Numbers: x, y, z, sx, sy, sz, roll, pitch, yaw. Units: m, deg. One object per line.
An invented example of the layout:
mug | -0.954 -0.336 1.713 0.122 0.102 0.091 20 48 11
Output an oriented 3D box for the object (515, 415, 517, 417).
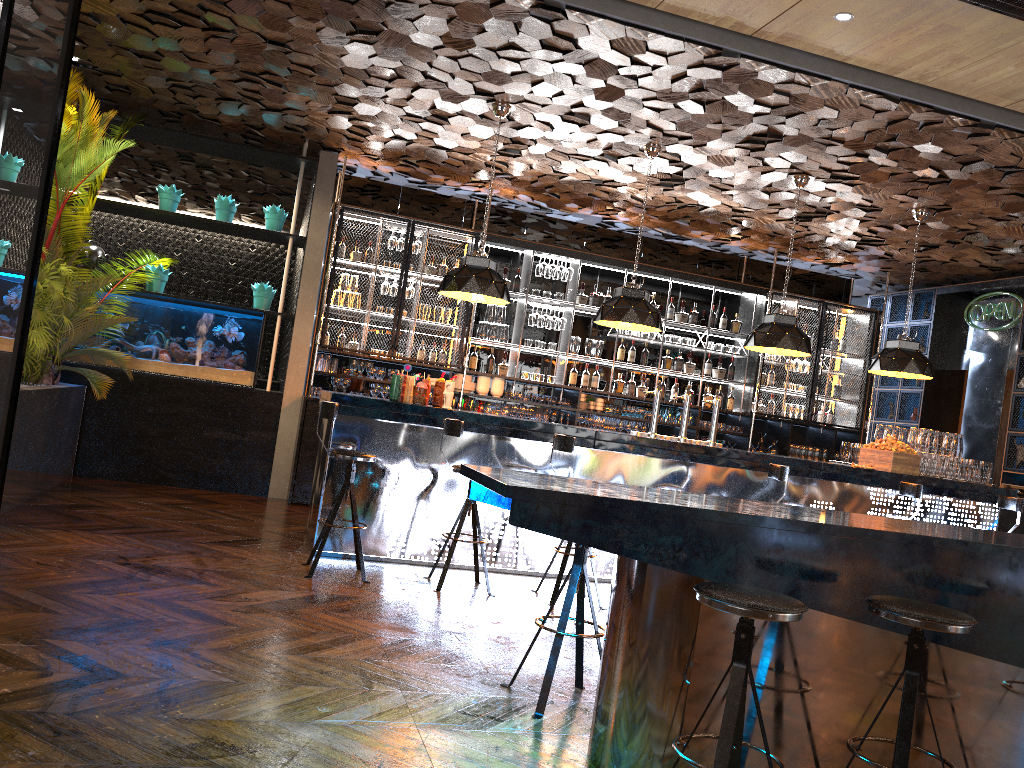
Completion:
object | 0.044 0.347 10.030 0.084 0.216 0.084 9 -2 -16

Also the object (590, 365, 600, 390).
object | 0.967 -0.069 10.234 0.086 0.298 0.086 7 -2 33

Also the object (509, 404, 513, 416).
object | -0.006 0.335 9.881 0.084 0.216 0.084 8 -2 -3

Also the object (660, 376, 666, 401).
object | 1.764 0.052 10.422 0.086 0.297 0.086 8 -2 18

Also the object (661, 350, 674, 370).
object | 1.829 -0.278 10.461 0.151 0.248 0.094 9 -2 -26

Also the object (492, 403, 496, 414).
object | -0.201 0.309 9.878 0.082 0.213 0.082 8 -2 17

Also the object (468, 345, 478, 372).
object | -0.426 -0.281 9.844 0.086 0.299 0.086 7 -2 33

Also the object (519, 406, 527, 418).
object | 0.114 0.350 9.774 0.084 0.216 0.084 8 -2 0

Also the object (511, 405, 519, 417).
object | 0.024 0.336 9.751 0.084 0.216 0.084 9 -2 -27

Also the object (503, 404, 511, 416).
object | -0.066 0.324 9.728 0.082 0.213 0.082 8 -2 14

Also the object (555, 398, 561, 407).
object | 0.531 0.204 9.999 0.095 0.096 0.095 9 -2 -15

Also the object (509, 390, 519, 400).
object | 0.021 0.122 9.750 0.100 0.100 0.089 9 -2 -11

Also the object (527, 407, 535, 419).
object | 0.200 0.363 9.799 0.084 0.216 0.084 7 -2 27

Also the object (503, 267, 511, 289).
object | -0.085 -1.164 9.907 0.123 0.279 0.123 9 -2 -27

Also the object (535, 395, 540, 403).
object | 0.308 0.170 10.000 0.093 0.099 0.093 9 -2 -28

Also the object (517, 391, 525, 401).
object | 0.085 0.134 9.825 0.089 0.100 0.100 8 -2 21

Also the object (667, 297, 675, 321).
object | 1.875 -0.875 10.475 0.086 0.298 0.086 7 -2 33

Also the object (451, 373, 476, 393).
object | -0.545 -0.009 9.710 0.306 0.195 0.300 9 -2 -14

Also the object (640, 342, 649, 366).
object | 1.557 -0.346 10.389 0.086 0.297 0.086 7 -2 33

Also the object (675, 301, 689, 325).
object | 2.013 -0.844 10.492 0.123 0.279 0.123 9 -2 -26

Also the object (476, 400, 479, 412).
object | -0.361 0.282 9.742 0.082 0.213 0.082 9 -2 -23

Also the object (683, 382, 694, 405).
object | 2.103 0.113 10.543 0.083 0.282 0.083 9 -2 -30

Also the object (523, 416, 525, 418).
object | 0.128 0.360 10.060 0.084 0.216 0.084 8 -2 7

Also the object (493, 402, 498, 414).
object | -0.176 0.310 9.791 0.082 0.213 0.082 9 -2 -36

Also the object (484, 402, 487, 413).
object | -0.272 0.295 9.763 0.082 0.213 0.082 10 -2 -39

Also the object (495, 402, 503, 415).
object | -0.155 0.311 9.706 0.082 0.213 0.082 8 -2 18

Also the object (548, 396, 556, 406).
object | 0.446 0.187 9.878 0.093 0.099 0.093 8 -2 4

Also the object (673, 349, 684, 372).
object | 1.979 -0.274 10.504 0.083 0.282 0.083 9 -2 -15

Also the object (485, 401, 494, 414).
object | -0.254 0.296 9.678 0.082 0.213 0.082 8 -2 14

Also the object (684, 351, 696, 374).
object | 2.114 -0.251 10.527 0.123 0.279 0.123 8 -2 -2

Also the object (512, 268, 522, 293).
object | 0.060 -1.153 9.965 0.086 0.299 0.086 7 -2 33

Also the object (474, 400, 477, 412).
object | -0.382 0.281 9.827 0.082 0.213 0.082 7 -2 34

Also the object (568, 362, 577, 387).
object | 0.704 -0.108 10.159 0.086 0.299 0.086 7 -2 33

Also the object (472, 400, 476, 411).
object | -0.409 0.280 9.912 0.082 0.213 0.082 10 -2 -39

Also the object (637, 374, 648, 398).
object | 1.527 0.027 10.368 0.123 0.279 0.123 8 -2 -2

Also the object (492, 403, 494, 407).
object | -0.222 0.308 9.965 0.082 0.213 0.082 9 -2 -16

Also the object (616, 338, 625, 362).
object | 1.272 -0.389 10.313 0.086 0.299 0.086 7 -2 33

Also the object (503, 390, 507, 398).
object | -0.048 0.119 9.973 0.100 0.100 0.089 8 -2 -8

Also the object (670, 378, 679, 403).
object | 1.928 0.078 10.502 0.086 0.298 0.086 7 -2 33

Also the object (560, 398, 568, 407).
object | 0.583 0.209 9.906 0.095 0.096 0.095 10 -2 -41

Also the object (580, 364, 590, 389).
object | 0.847 -0.087 10.225 0.086 0.298 0.086 7 -2 33

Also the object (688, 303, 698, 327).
object | 2.163 -0.823 10.548 0.083 0.282 0.083 9 -2 -15

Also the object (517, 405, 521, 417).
object | 0.082 0.349 9.902 0.084 0.216 0.084 9 -2 -23

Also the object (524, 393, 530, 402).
object | 0.192 0.154 10.024 0.109 0.100 0.109 9 -2 -32

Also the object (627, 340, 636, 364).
object | 1.405 -0.369 10.376 0.086 0.298 0.086 7 -2 33

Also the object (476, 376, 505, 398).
object | -0.240 0.025 9.761 0.309 0.216 0.149 9 -2 -18

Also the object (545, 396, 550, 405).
object | 0.414 0.185 9.977 0.093 0.099 0.093 10 -2 -44

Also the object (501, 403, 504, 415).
object | -0.084 0.324 9.818 0.082 0.213 0.082 9 -2 -34

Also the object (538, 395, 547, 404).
object | 0.337 0.172 9.896 0.093 0.099 0.093 8 -2 1

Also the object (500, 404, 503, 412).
object | -0.107 0.323 9.904 0.082 0.213 0.082 9 -2 -27

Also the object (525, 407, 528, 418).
object | 0.162 0.361 9.930 0.084 0.216 0.084 7 -2 27

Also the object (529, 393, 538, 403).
object | 0.234 0.156 9.871 0.109 0.100 0.109 9 -2 -32

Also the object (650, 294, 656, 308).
object | 1.650 -0.908 10.419 0.086 0.298 0.086 7 -2 33

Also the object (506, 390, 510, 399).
object | -0.016 0.120 9.857 0.100 0.100 0.089 10 -2 -43

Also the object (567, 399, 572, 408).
object | 0.632 0.219 9.994 0.095 0.096 0.095 8 -2 9

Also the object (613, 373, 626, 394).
object | 1.243 0.000 10.303 0.151 0.248 0.094 9 -2 -26

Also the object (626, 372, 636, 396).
object | 1.392 0.004 10.345 0.083 0.282 0.083 9 -2 -15
